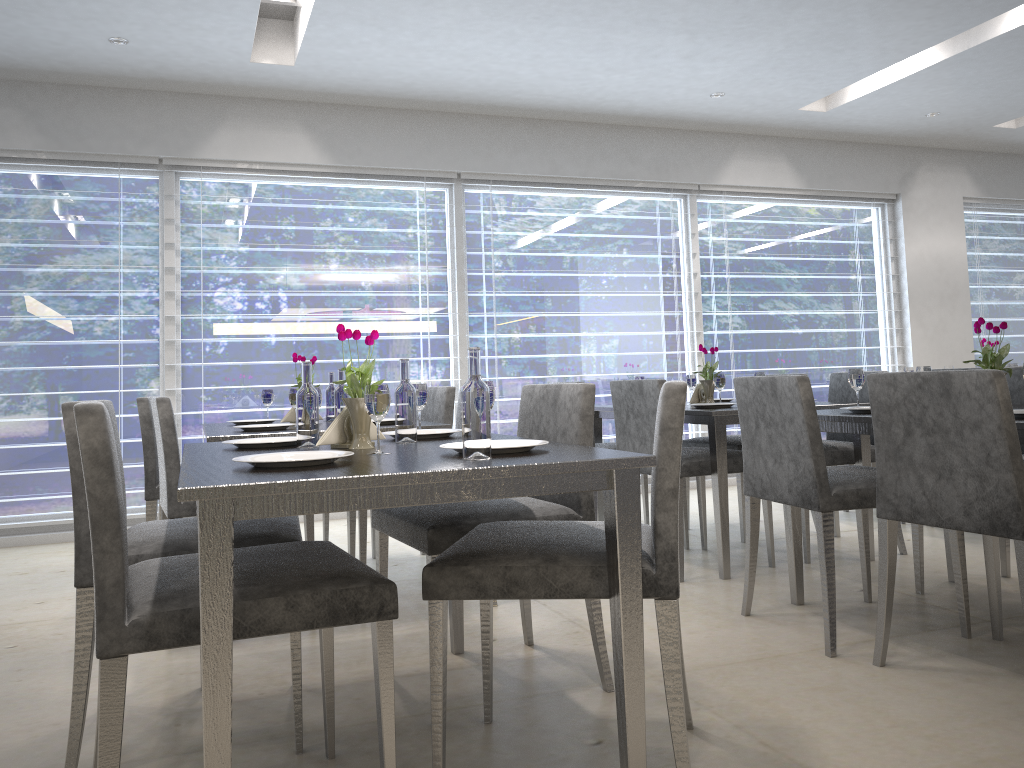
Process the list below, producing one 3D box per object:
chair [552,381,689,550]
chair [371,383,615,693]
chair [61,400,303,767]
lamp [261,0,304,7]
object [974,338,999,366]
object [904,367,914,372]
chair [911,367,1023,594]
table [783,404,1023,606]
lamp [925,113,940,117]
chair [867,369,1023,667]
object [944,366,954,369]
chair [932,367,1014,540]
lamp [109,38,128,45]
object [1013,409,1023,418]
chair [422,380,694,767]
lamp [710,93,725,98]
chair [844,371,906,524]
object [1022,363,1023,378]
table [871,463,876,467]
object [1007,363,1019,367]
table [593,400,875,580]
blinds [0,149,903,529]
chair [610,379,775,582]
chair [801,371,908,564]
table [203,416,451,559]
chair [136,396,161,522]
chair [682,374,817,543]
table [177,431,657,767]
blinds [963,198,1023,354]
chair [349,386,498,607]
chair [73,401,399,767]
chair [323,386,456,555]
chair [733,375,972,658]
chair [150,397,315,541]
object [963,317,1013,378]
[{"bbox_3d":[0.489,0.364,4.118,0.492,0.766,0.474,-1,-3,-15],"label":"chair"},{"bbox_3d":[-0.067,0.388,2.328,0.492,0.766,0.475,-1,-3,-25],"label":"chair"},{"bbox_3d":[-0.743,0.412,2.063,0.492,0.766,0.474,-1,-3,-15],"label":"chair"},{"bbox_3d":[-1.070,-1.912,4.137,0.226,0.102,0.486,-2,0,-20],"label":"lamp"},{"bbox_3d":[2.481,-0.101,4.598,0.104,0.278,0.154,0,-4,-22],"label":"object"},{"bbox_3d":[2.231,-0.025,4.959,0.053,0.140,0.053,-4,-4,22],"label":"object"},{"bbox_3d":[1.681,0.325,2.950,0.492,0.766,0.475,-1,-3,-25],"label":"chair"},{"bbox_3d":[1.441,0.397,2.566,0.777,0.637,1.184,-1,-1,-20],"label":"table"},{"bbox_3d":[2.892,-1.851,6.078,0.089,0.007,0.089,-2,0,25],"label":"lamp"},{"bbox_3d":[1.236,0.343,2.221,0.492,0.766,0.475,-1,-3,-25],"label":"chair"},{"bbox_3d":[2.505,-0.034,5.058,0.053,0.140,0.053,-4,-4,22],"label":"object"},{"bbox_3d":[2.313,0.300,4.221,0.492,0.766,0.475,-1,-3,-25],"label":"chair"},{"bbox_3d":[-1.928,-1.678,4.332,0.089,0.007,0.089,-2,0,25],"label":"lamp"},{"bbox_3d":[1.349,0.076,2.245,0.217,0.015,0.216,-2,0,-20],"label":"object"},{"bbox_3d":[0.120,0.383,1.788,0.492,0.766,0.475,-3,-3,10],"label":"chair"},{"bbox_3d":[1.276,-1.793,5.493,0.089,0.007,0.089,-2,0,25],"label":"lamp"},{"bbox_3d":[2.080,0.307,4.695,0.492,0.766,0.474,-1,-3,-15],"label":"chair"},{"bbox_3d":[1.418,0.011,2.398,0.053,0.140,0.053,-4,-4,28],"label":"object"},{"bbox_3d":[2.518,0.355,4.566,0.777,0.637,1.184,-1,-1,-20],"label":"table"},{"bbox_3d":[2.491,-0.032,4.391,0.053,0.140,0.053,-4,-4,22],"label":"object"},{"bbox_3d":[0.926,0.412,3.989,0.777,0.637,1.184,-1,-1,-20],"label":"table"},{"bbox_3d":[-0.317,-0.347,5.623,7.099,2.055,0.045,-2,-4,-20],"label":"blinds"},{"bbox_3d":[0.722,0.357,3.644,0.492,0.766,0.475,-1,-3,-25],"label":"chair"},{"bbox_3d":[1.343,0.335,3.859,0.492,0.766,0.474,-1,-3,-15],"label":"chair"},{"bbox_3d":[-0.761,0.472,3.378,0.777,0.637,1.184,-1,-1,-20],"label":"table"},{"bbox_3d":[-1.199,0.424,3.507,0.492,0.766,0.474,-1,-3,-15],"label":"chair"},{"bbox_3d":[1.166,0.339,4.372,0.492,0.766,0.475,-1,-3,-25],"label":"chair"},{"bbox_3d":[-0.306,0.460,1.934,0.777,0.637,1.184,-1,-1,-20],"label":"table"},{"bbox_3d":[5.343,-0.550,7.674,3.651,2.055,0.045,-2,-4,-20],"label":"blinds"},{"bbox_3d":[-0.344,0.395,3.247,0.492,0.766,0.474,-1,-3,-15],"label":"chair"},{"bbox_3d":[-0.510,0.405,1.588,0.492,0.766,0.475,-1,-3,-25],"label":"chair"},{"bbox_3d":[-0.521,0.400,3.761,0.492,0.766,0.475,-1,-3,-25],"label":"chair"},{"bbox_3d":[1.003,0.350,2.695,0.492,0.766,0.474,-1,-3,-15],"label":"chair"},{"bbox_3d":[-0.966,0.417,3.033,0.492,0.766,0.475,-1,-3,-25],"label":"chair"},{"bbox_3d":[1.405,-0.058,2.598,0.104,0.278,0.154,0,-4,-22],"label":"object"}]
